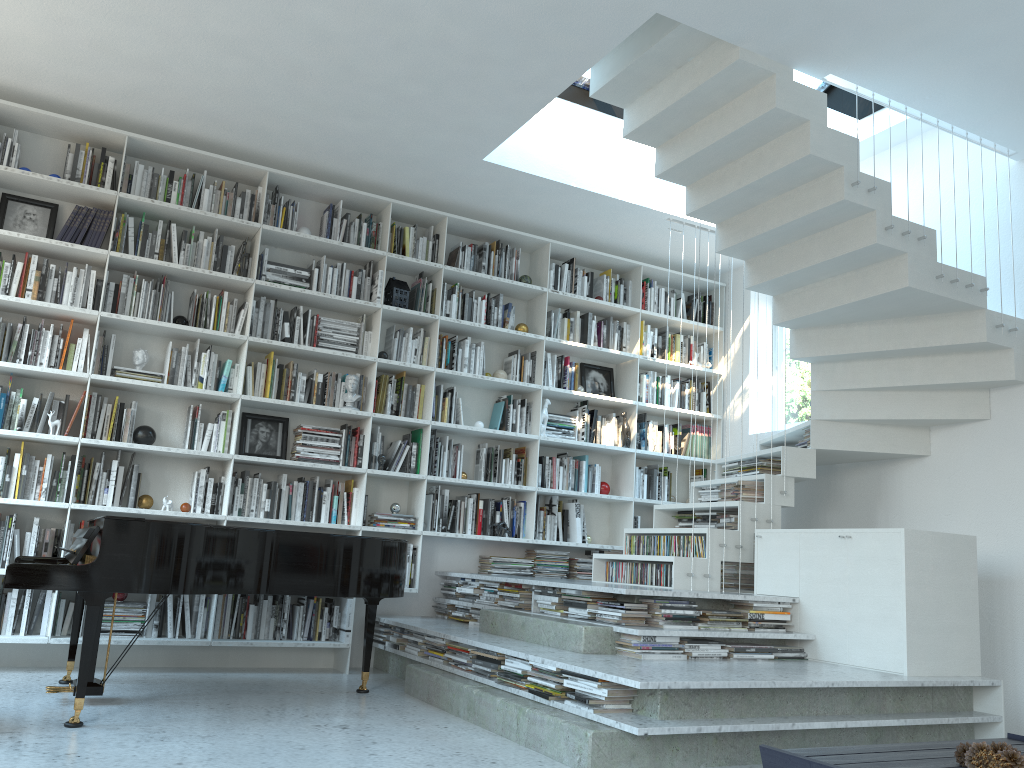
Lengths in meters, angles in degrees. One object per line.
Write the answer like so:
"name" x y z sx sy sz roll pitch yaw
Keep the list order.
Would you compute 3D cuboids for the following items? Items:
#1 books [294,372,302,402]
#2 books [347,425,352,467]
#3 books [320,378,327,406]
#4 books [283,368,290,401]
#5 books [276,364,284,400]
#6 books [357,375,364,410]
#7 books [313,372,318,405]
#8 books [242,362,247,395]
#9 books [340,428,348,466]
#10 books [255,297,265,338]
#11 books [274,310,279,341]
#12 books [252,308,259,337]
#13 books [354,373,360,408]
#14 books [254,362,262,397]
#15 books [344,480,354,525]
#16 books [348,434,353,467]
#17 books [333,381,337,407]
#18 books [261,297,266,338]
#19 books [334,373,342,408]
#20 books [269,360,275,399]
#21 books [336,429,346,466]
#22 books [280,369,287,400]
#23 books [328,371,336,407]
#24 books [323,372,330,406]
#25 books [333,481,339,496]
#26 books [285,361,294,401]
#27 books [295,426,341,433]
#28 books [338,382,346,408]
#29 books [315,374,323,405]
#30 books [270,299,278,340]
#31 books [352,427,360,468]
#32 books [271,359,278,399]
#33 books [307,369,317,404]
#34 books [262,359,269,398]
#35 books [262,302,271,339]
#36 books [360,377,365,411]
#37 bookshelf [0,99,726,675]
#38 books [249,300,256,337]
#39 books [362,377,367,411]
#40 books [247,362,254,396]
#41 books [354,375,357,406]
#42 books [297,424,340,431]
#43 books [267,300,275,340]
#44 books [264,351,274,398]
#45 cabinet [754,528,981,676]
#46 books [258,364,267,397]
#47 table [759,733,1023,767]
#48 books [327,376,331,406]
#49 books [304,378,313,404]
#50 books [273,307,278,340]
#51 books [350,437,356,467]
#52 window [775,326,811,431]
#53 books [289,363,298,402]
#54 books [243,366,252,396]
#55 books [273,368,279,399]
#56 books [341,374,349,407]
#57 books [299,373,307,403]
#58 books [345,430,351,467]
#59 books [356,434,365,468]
"books" -1.412 0.044 5.778 0.024 0.216 0.175 9 -12 -27
"books" -1.102 0.425 5.893 0.011 0.287 0.152 9 -12 -27
"books" -1.268 0.074 5.840 0.029 0.200 0.178 9 -12 -27
"books" -1.483 0.025 5.752 0.025 0.235 0.137 9 -12 -27
"books" -1.522 0.009 5.748 0.028 0.259 0.134 9 -12 -27
"books" -1.041 0.081 5.969 0.014 0.265 0.154 9 -12 -27
"books" -1.314 0.052 5.829 0.010 0.233 0.175 9 -12 -27
"books" -1.720 -0.012 5.644 0.011 0.235 0.142 9 -12 -27
"books" -1.129 0.432 5.866 0.011 0.260 0.184 9 -12 -27
"books" -1.642 -0.398 5.723 0.026 0.296 0.179 9 -12 -27
"books" -1.550 -0.350 5.771 0.014 0.232 0.147 9 -12 -27
"books" -1.676 -0.366 5.720 0.027 0.228 0.147 9 -12 -27
"books" -1.065 0.074 5.976 0.025 0.278 0.108 9 -12 -27
"books" -1.643 -0.006 5.679 0.026 0.247 0.139 9 -12 -27
"books" -1.086 0.784 5.848 0.011 0.300 0.149 9 -12 -27
"books" -1.097 0.455 5.899 0.013 0.232 0.134 9 -12 -27
"books" -1.202 0.087 5.900 0.022 0.206 0.114 9 -12 -27
"books" -1.632 -0.400 5.750 0.014 0.312 0.134 9 -12 -27
"books" -1.177 0.064 5.909 0.024 0.258 0.127 9 -12 -27
"books" -1.560 -0.010 5.681 0.015 0.266 0.189 9 -12 -27
"books" -1.141 0.434 5.863 0.012 0.253 0.161 9 -12 -27
"books" -1.496 0.025 5.737 0.012 0.227 0.170 9 -12 -27
"books" -1.213 0.056 5.880 0.025 0.258 0.151 9 -12 -27
"books" -1.244 0.054 5.844 0.012 0.244 0.186 9 -12 -27
"books" -1.170 0.780 5.814 0.010 0.283 0.132 9 -12 -27
"books" -1.461 0.003 5.759 0.013 0.283 0.177 9 -12 -27
"books" -1.274 0.306 5.816 0.254 0.012 0.161 10 -13 -29
"books" -1.152 0.096 5.915 0.035 0.201 0.149 9 -12 -27
"books" -1.292 0.058 5.827 0.029 0.223 0.185 9 -12 -27
"books" -1.567 -0.387 5.764 0.011 0.299 0.180 9 -12 -27
"books" -1.058 0.434 5.902 0.011 0.279 0.186 9 -12 -27
"books" -1.546 -0.012 5.706 0.010 0.280 0.171 9 -12 -27
"books" -1.325 0.039 5.830 0.014 0.258 0.162 9 -12 -27
"books" -1.603 -0.016 5.710 0.010 0.283 0.137 9 -12 -27
"books" -1.605 -0.378 5.731 0.025 0.265 0.185 9 -12 -27
"books" -1.034 0.088 5.986 0.014 0.260 0.137 9 -12 -27
"bookshelf" -1.174 0.268 5.805 6.302 3.135 0.331 9 -12 -27
"books" -1.690 -0.391 5.698 0.026 0.266 0.171 9 -12 -27
"books" -1.021 0.089 6.000 0.023 0.264 0.107 9 -12 -27
"books" -1.669 -0.010 5.656 0.042 0.241 0.162 9 -12 -27
"books" -1.083 0.079 5.954 0.025 0.259 0.130 9 -12 -27
"books" -1.272 0.294 5.816 0.254 0.012 0.161 8 -12 -23
"books" -1.588 -0.386 5.762 0.029 0.294 0.151 9 -12 -27
"books" -1.571 -0.037 5.680 0.014 0.317 0.188 9 -12 -27
"cabinet" 1.802 1.111 4.633 0.552 0.666 0.994 9 -13 -27
"books" -1.616 0.001 5.686 0.029 0.239 0.156 9 -12 -27
"table" 1.635 1.258 2.549 1.271 0.217 1.259 9 -13 -27
"books" -1.245 0.069 5.883 0.025 0.229 0.143 9 -12 -27
"books" -1.360 0.065 5.818 0.050 0.198 0.146 9 -12 -27
"books" -1.560 -0.361 5.767 0.011 0.251 0.153 9 -12 -27
"books" -1.082 0.465 5.904 0.021 0.217 0.132 9 -12 -27
"window" 2.368 -0.251 6.627 0.042 1.223 1.119 9 -12 -27
"books" -1.437 0.012 5.754 0.028 0.267 0.190 9 -12 -27
"books" -1.681 0.002 5.634 0.053 0.208 0.156 9 -12 -27
"books" -1.544 0.020 5.729 0.024 0.228 0.148 9 -12 -27
"books" -1.133 0.071 5.939 0.014 0.262 0.135 9 -12 -27
"books" -1.389 0.049 5.791 0.030 0.214 0.169 9 -12 -27
"books" -1.114 0.439 5.886 0.013 0.255 0.163 9 -12 -27
"books" -1.035 0.461 5.898 0.034 0.229 0.200 9 -12 -27
